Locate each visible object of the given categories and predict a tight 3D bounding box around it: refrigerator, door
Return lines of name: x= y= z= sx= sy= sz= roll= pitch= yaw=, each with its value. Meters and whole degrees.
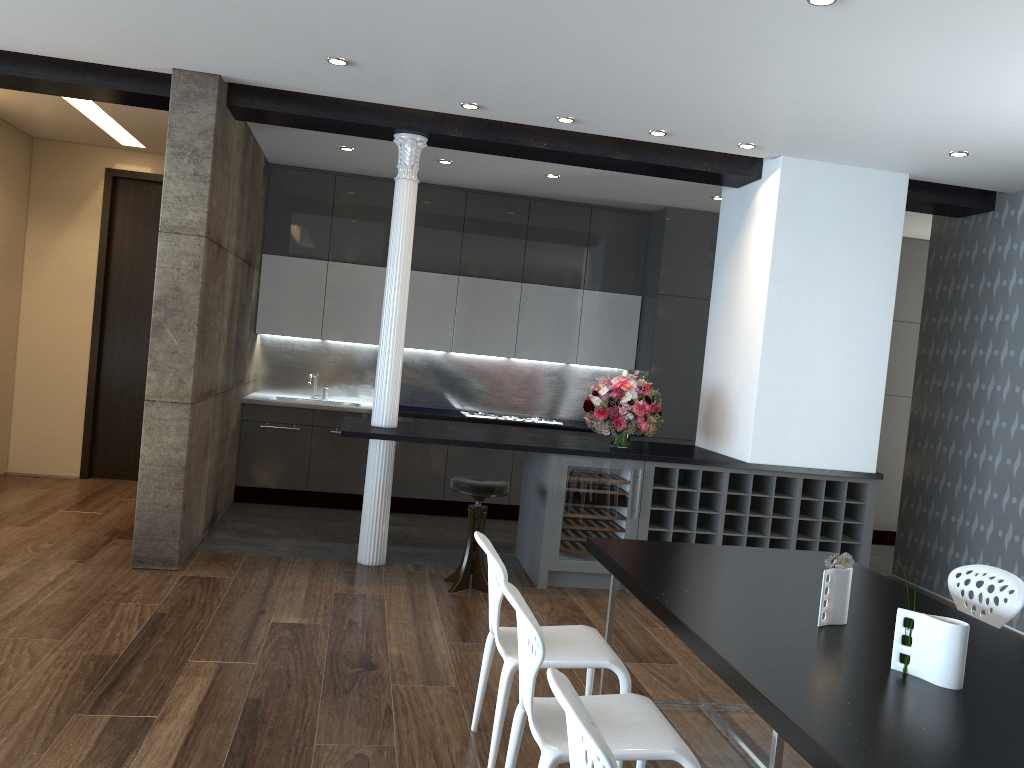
refrigerator: x=0.559 y=0.865 z=5.873 sx=0.578 sy=0.774 sz=0.075 roll=5 pitch=2 yaw=-6
door: x=-3.290 y=-0.496 z=8.184 sx=1.037 sy=2.814 sz=0.246 roll=5 pitch=2 yaw=-10

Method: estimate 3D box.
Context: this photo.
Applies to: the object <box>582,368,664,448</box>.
object: x=0.773 y=0.167 z=6.211 sx=0.544 sy=0.552 sz=0.570 roll=5 pitch=2 yaw=-3

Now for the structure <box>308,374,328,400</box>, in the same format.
structure: x=-1.804 y=0.039 z=8.279 sx=0.183 sy=0.249 sz=0.224 roll=5 pitch=2 yaw=-9

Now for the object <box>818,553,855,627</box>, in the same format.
object: x=1.059 y=0.676 z=2.944 sx=0.161 sy=0.233 sz=0.076 roll=5 pitch=2 yaw=-28

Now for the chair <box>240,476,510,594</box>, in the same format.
chair: x=-0.474 y=1.179 z=2.295 sx=16.134 sy=0.952 sz=21.556 roll=5 pitch=2 yaw=-10

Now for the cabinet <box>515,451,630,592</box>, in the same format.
cabinet: x=0.455 y=0.900 z=6.297 sx=0.642 sy=0.897 sz=0.900 roll=5 pitch=2 yaw=-10

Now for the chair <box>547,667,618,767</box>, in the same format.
chair: x=0.329 y=1.073 z=1.933 sx=0.581 sy=0.835 sz=0.495 roll=5 pitch=2 yaw=-10

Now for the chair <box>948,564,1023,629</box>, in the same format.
chair: x=1.689 y=1.148 z=3.593 sx=0.581 sy=0.835 sz=0.495 roll=5 pitch=2 yaw=-10

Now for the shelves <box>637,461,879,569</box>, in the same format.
shelves: x=1.605 y=1.006 z=6.491 sx=1.700 sy=0.897 sz=0.900 roll=5 pitch=2 yaw=-10

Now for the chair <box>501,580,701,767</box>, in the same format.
chair: x=0.218 y=1.037 z=2.661 sx=0.581 sy=0.835 sz=0.495 roll=5 pitch=2 yaw=-10

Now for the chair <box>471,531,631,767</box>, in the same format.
chair: x=0.109 y=1.001 z=3.353 sx=0.581 sy=0.835 sz=0.495 roll=5 pitch=2 yaw=-10

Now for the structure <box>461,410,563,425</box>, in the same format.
structure: x=-0.013 y=0.323 z=8.327 sx=0.900 sy=0.066 sz=0.520 roll=5 pitch=2 yaw=-10

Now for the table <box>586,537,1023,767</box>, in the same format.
table: x=1.165 y=1.190 z=2.427 sx=1.200 sy=0.733 sz=3.400 roll=5 pitch=2 yaw=-10

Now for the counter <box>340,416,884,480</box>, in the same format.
counter: x=0.668 y=0.449 z=6.309 sx=3.700 sy=0.040 sz=1.000 roll=5 pitch=2 yaw=-10

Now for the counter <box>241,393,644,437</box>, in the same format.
counter: x=-0.624 y=0.375 z=8.272 sx=3.597 sy=0.223 sz=0.807 roll=5 pitch=2 yaw=-10

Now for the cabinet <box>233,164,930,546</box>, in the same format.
cabinet: x=1.318 y=-0.150 z=8.555 sx=7.409 sy=2.980 sz=0.827 roll=5 pitch=2 yaw=-10
